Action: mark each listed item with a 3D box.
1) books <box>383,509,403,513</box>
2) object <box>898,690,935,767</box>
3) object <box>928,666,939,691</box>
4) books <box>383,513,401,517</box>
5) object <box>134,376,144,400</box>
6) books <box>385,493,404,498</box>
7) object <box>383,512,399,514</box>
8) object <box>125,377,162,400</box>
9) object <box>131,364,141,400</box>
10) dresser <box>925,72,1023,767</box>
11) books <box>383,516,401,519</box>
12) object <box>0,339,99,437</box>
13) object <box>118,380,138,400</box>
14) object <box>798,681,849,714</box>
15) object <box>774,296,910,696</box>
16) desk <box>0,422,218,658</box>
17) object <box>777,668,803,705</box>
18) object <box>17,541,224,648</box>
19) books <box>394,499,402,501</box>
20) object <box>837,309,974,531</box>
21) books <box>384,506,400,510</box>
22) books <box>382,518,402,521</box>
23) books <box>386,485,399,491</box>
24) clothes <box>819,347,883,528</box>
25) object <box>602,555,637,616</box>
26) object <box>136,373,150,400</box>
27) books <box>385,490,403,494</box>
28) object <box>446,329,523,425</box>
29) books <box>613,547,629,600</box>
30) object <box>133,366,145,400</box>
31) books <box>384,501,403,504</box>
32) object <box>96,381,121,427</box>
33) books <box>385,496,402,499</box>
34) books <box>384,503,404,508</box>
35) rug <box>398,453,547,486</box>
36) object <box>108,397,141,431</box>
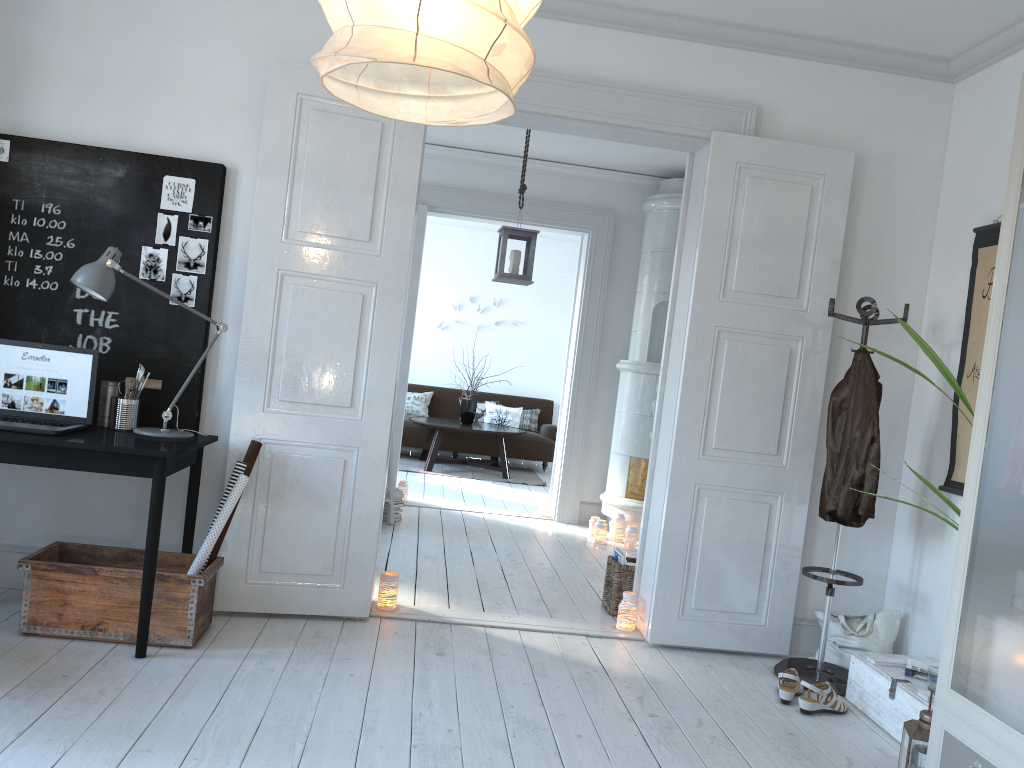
[{"bbox_3d":[-0.898,0.897,6.357,0.186,0.017,0.132,8,1,31],"label":"books"},{"bbox_3d":[1.290,1.135,2.754,0.131,0.352,0.138,7,2,17],"label":"object"},{"bbox_3d":[1.549,1.084,3.246,0.060,0.082,0.060,5,2,-41],"label":"object"},{"bbox_3d":[-0.903,0.925,6.359,0.180,0.016,0.128,8,2,39],"label":"books"},{"bbox_3d":[-1.536,0.076,3.598,0.009,0.222,0.082,8,2,24],"label":"object"},{"bbox_3d":[-0.876,0.780,6.348,0.128,0.026,0.200,6,1,-34],"label":"books"},{"bbox_3d":[-0.910,0.909,6.369,0.156,0.014,0.111,8,2,37],"label":"object"},{"bbox_3d":[-1.524,0.082,3.648,0.138,0.209,0.034,6,2,-26],"label":"object"},{"bbox_3d":[-1.541,0.050,3.606,0.008,0.268,0.060,7,2,11],"label":"object"},{"bbox_3d":[1.654,0.268,1.824,0.631,2.164,1.431,7,2,-6],"label":"dresser"},{"bbox_3d":[-0.905,0.941,6.363,0.176,0.016,0.128,8,1,35],"label":"books"},{"bbox_3d":[-1.832,0.003,3.285,0.446,0.315,0.325,7,2,-6],"label":"object"},{"bbox_3d":[-1.576,0.080,3.600,0.081,0.198,0.050,8,2,19],"label":"object"},{"bbox_3d":[1.235,1.224,3.485,0.272,0.126,0.099,6,2,-33],"label":"object"},{"bbox_3d":[1.434,0.467,3.833,0.374,1.659,0.374,7,2,2],"label":"object"},{"bbox_3d":[-1.833,0.540,3.398,1.160,0.759,0.650,7,2,-6],"label":"desk"},{"bbox_3d":[1.132,1.209,3.616,0.099,0.126,0.272,8,2,27],"label":"object"},{"bbox_3d":[-1.509,0.817,3.444,0.665,0.282,0.339,7,2,-6],"label":"object"},{"bbox_3d":[-0.890,0.816,6.358,0.128,0.016,0.176,6,2,-39],"label":"books"},{"bbox_3d":[1.522,0.550,2.886,1.043,1.555,0.289,8,2,24],"label":"object"},{"bbox_3d":[-0.905,0.876,6.360,0.166,0.022,0.128,7,1,28],"label":"books"},{"bbox_3d":[-0.903,0.959,6.366,0.178,0.016,0.128,8,1,32],"label":"books"},{"bbox_3d":[-0.888,0.741,6.361,0.111,0.014,0.156,6,1,-26],"label":"books"},{"bbox_3d":[1.452,0.229,3.753,0.237,0.771,0.211,8,2,27],"label":"clothes"},{"bbox_3d":[0.636,1.058,4.621,0.270,0.265,0.223,7,2,-6],"label":"object"},{"bbox_3d":[-1.523,0.069,3.594,0.084,0.240,0.009,6,3,-29],"label":"object"},{"bbox_3d":[-0.880,0.758,6.350,0.132,0.017,0.186,6,1,-33],"label":"books"},{"bbox_3d":[-0.306,-0.070,9.651,0.846,1.066,0.524,6,2,-35],"label":"object"},{"bbox_3d":[0.627,1.024,4.619,0.201,0.300,0.179,7,2,-6],"label":"books"},{"bbox_3d":[-1.537,0.054,3.607,0.012,0.264,0.062,8,3,37],"label":"object"},{"bbox_3d":[-0.888,0.834,6.361,0.178,0.016,0.128,8,2,37],"label":"books"},{"bbox_3d":[-1.662,0.084,3.653,0.079,0.188,0.078,6,2,-27],"label":"object"},{"bbox_3d":[-0.888,0.800,6.354,0.128,0.016,0.180,6,1,-35],"label":"books"},{"bbox_3d":[-0.889,0.854,6.353,0.193,0.022,0.128,7,1,27],"label":"books"},{"bbox_3d":[-0.539,0.913,9.769,1.710,0.055,1.455,7,1,-5],"label":"rug"},{"bbox_3d":[-1.569,0.122,3.592,0.108,0.128,0.108,7,2,9],"label":"object"}]
